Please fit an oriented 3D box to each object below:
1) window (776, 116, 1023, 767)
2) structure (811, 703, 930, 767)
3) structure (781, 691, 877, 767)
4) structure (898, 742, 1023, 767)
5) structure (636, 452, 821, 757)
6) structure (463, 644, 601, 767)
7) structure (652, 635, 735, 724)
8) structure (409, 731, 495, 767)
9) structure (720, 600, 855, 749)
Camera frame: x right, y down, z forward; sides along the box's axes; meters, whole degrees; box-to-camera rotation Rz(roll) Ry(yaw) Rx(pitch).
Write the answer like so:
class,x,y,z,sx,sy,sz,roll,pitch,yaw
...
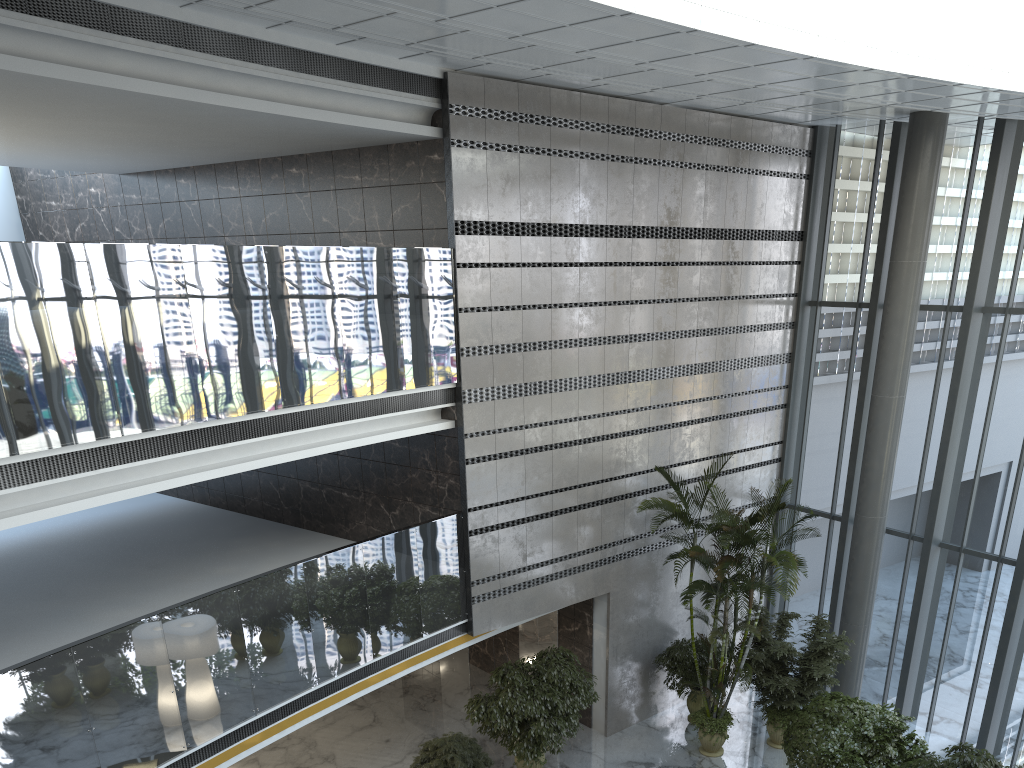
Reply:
class,x,y,z,sx,sy,sz,roll,pitch,yaw
window,1.506,1.324,6.485,18.564,11.022,12.527,-5,14,-23
structure,4.566,5.034,11.022,1.377,2.153,1.135,-4,18,-11
structure,4.484,5.094,11.953,1.405,1.763,1.494,5,17,20
structure,5.418,5.196,10.101,1.640,2.070,1.849,-2,15,-5
structure,3.054,3.385,12.483,2.421,5.095,2.324,-12,21,-29
structure,0.315,4.855,12.397,2.024,2.164,1.493,-3,17,-6
structure,2.982,4.844,14.048,1.390,1.693,1.039,0,17,4
structure,-0.823,5.326,11.588,1.165,1.454,1.104,-8,18,-24
structure,4.225,4.547,13.201,1.771,2.512,1.795,12,21,36
